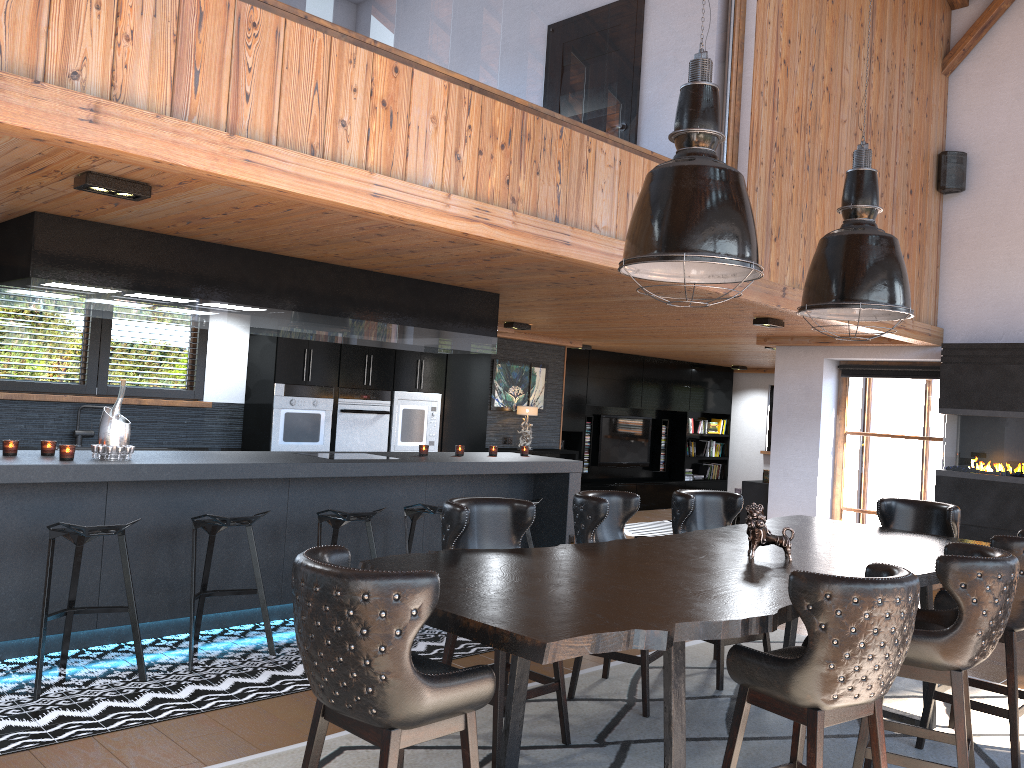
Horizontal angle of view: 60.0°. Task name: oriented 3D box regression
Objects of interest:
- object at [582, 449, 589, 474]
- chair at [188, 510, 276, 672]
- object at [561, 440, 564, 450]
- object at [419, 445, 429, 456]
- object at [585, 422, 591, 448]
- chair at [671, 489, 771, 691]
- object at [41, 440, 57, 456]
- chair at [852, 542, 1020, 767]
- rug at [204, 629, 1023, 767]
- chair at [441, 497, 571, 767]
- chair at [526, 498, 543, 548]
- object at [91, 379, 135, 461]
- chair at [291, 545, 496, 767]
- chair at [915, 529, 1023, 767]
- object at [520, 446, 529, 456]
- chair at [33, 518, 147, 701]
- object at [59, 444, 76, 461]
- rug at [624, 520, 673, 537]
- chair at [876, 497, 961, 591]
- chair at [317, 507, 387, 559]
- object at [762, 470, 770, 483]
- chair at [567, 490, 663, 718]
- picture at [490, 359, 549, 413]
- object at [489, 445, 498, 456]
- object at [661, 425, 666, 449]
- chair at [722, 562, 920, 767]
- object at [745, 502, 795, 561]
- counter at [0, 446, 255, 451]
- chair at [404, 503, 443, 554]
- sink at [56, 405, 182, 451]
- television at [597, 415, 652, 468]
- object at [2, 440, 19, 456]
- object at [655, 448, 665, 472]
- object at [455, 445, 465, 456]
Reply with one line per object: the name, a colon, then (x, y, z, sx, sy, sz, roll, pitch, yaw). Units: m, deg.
object: (1.039, 1.123, 13.058, 0.126, 0.379, 0.124, 5, -3, -45)
chair: (-1.699, 1.143, 5.144, 0.464, 0.840, 0.545, 2, -2, 42)
object: (0.587, 0.916, 12.519, 0.158, 0.266, 0.262, 5, -2, -45)
object: (-0.683, 0.513, 6.855, 0.079, 0.081, 0.079, 4, -2, 0)
object: (1.062, 0.745, 13.071, 0.126, 0.379, 0.124, 5, -3, -44)
chair: (1.220, 1.209, 5.336, 0.509, 1.092, 0.562, 5, -2, -36)
object: (-2.598, 0.359, 4.966, 0.079, 0.081, 0.079, 3, -2, 10)
chair: (1.687, 1.196, 3.549, 0.562, 1.092, 0.509, 3, -2, 29)
rug: (0.720, 1.689, 3.837, 5.696, 0.047, 2.521, 5, -1, -45)
chair: (-0.072, 1.097, 4.082, 0.561, 1.092, 0.510, 2, -2, 44)
chair: (-0.053, 1.274, 6.743, 0.545, 0.840, 0.464, 5, -2, -44)
object: (-2.227, 0.197, 4.983, 0.227, 0.453, 0.223, 5, -2, -45)
chair: (-0.388, 1.050, 2.609, 0.498, 1.092, 0.575, 2, -2, 44)
chair: (2.345, 1.250, 4.267, 0.561, 1.092, 0.510, 2, -2, 44)
object: (0.107, 0.576, 7.635, 0.079, 0.081, 0.079, 4, -2, 1)
chair: (-2.213, 1.100, 4.577, 0.545, 0.840, 0.464, 5, -2, -45)
object: (-2.389, 0.368, 4.758, 0.079, 0.081, 0.079, 3, -2, 10)
rug: (2.582, 1.952, 11.883, 2.934, 0.020, 1.642, 5, -2, -45)
chair: (2.471, 1.280, 5.504, 0.498, 1.092, 0.575, 2, -2, 44)
chair: (-1.086, 1.190, 5.650, 0.545, 0.840, 0.464, 5, -2, -39)
object: (2.707, 0.976, 9.386, 0.107, 0.135, 0.098, 2, -2, 36)
chair: (0.586, 1.151, 4.800, 0.562, 1.092, 0.509, 3, -2, 29)
picture: (0.103, 0.034, 10.659, 0.936, 0.594, 0.010, 5, -2, -45)
object: (-0.156, 0.555, 7.375, 0.079, 0.081, 0.079, 4, -2, 1)
object: (2.404, 0.853, 14.394, 0.126, 0.379, 0.124, 5, -3, -45)
chair: (1.052, 1.156, 3.013, 0.509, 1.092, 0.562, 5, -2, -36)
object: (1.169, 0.669, 4.017, 0.220, 0.254, 0.116, 3, -2, 8)
counter: (-3.232, 0.543, 7.052, 2.596, 0.040, 0.525, 5, -1, -45)
chair: (-0.630, 1.229, 6.213, 0.464, 0.840, 0.545, 2, -2, 42)
sink: (-3.156, 0.397, 7.107, 0.973, 0.421, 0.457, 5, -2, -45)
television: (1.752, 0.903, 13.778, 1.267, 0.814, 0.050, 5, -2, -44)
object: (-2.735, 0.348, 4.832, 0.079, 0.081, 0.079, 3, -2, 10)
object: (2.380, 1.231, 14.382, 0.126, 0.379, 0.124, 5, -3, -45)
object: (-0.420, 0.534, 7.115, 0.079, 0.081, 0.079, 4, -2, 0)
